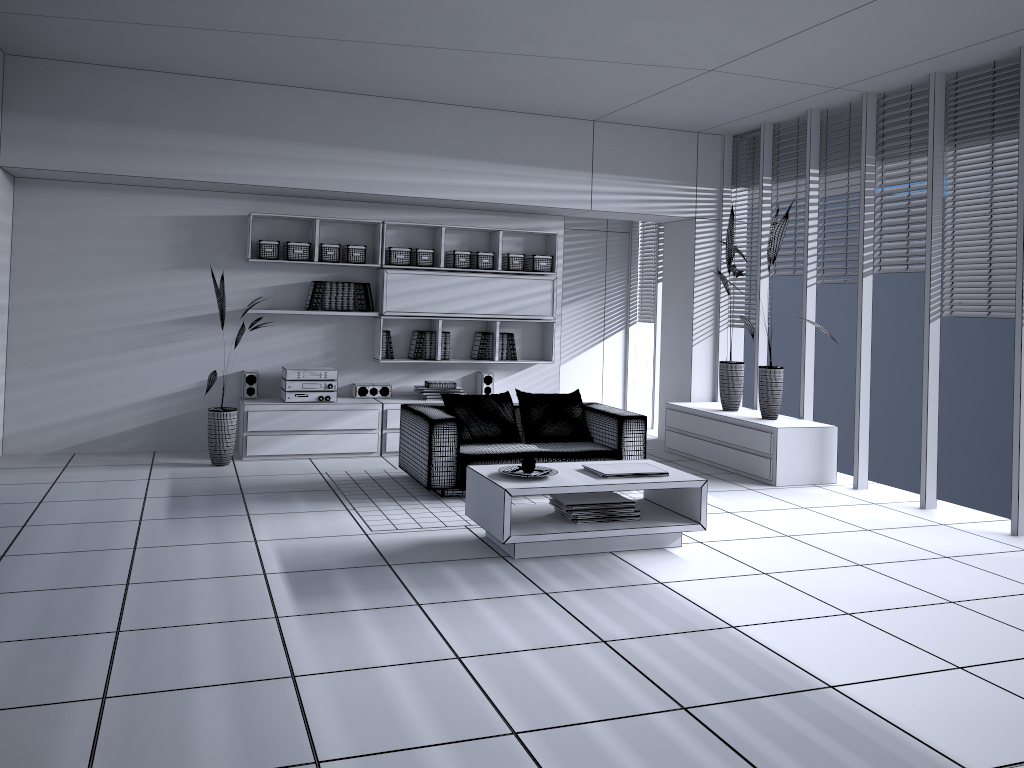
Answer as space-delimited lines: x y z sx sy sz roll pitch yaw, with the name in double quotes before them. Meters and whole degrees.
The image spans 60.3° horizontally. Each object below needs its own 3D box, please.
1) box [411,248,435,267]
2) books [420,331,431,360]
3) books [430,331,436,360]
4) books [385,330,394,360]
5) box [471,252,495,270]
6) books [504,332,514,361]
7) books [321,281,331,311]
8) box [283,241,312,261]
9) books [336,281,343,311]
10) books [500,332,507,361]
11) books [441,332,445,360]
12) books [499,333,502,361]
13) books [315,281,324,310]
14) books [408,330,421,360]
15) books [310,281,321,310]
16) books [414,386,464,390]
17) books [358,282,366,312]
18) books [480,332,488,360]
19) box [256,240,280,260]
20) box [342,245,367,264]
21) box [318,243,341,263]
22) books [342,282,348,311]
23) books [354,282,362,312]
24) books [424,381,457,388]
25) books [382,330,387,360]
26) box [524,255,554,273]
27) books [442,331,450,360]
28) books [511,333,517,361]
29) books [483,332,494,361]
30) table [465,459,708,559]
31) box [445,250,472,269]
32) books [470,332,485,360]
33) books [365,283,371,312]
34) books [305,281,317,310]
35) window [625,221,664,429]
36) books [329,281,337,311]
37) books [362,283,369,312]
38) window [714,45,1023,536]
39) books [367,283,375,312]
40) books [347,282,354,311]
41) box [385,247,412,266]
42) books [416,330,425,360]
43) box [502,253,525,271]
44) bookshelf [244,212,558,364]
"box" -0.827 -1.148 8.051 0.174 0.162 0.282 1 4 -20
"books" -0.796 -0.357 8.078 0.050 0.259 0.208 2 1 -20
"books" -0.748 -0.357 8.096 0.050 0.259 0.208 2 1 -20
"books" -1.117 -0.355 7.967 0.075 0.260 0.208 2 1 -20
"box" -0.290 -1.149 8.249 0.178 0.162 0.282 1 4 -20
"books" -0.042 -0.356 8.363 0.075 0.260 0.208 2 1 -20
"books" -1.644 -0.778 7.780 0.050 0.259 0.208 2 1 -20
"box" -1.871 -1.148 7.666 0.211 0.162 0.282 1 4 -20
"books" -1.545 -0.777 7.811 0.050 0.259 0.208 2 1 -20
"books" -0.103 -0.356 8.343 0.050 0.259 0.208 2 1 -20
"books" -0.669 -0.355 8.130 0.050 0.259 0.208 2 1 -20
"books" -0.149 -0.356 8.321 0.050 0.259 0.208 2 1 -20
"books" -1.706 -0.777 7.754 0.075 0.260 0.208 2 1 -21
"books" -0.888 -0.356 8.041 0.075 0.260 0.208 2 1 -21
"books" -1.735 -0.777 7.743 0.075 0.260 0.208 2 1 -21
"books" -0.670 0.032 8.013 0.415 0.008 0.286 0 5 -19
"books" -1.357 -0.778 7.882 0.075 0.260 0.208 2 1 -20
"books" -0.290 -0.357 8.261 0.075 0.260 0.208 2 1 -21
"box" -2.101 -1.147 7.582 0.174 0.162 0.282 1 4 -20
"box" -1.405 -1.148 7.838 0.178 0.162 0.282 1 4 -20
"box" -1.618 -1.148 7.760 0.174 0.162 0.282 1 4 -20
"books" -1.498 -0.778 7.835 0.050 0.259 0.208 2 1 -20
"books" -1.387 -0.778 7.871 0.075 0.260 0.208 2 1 -20
"books" -0.649 0.005 7.985 0.258 0.050 0.208 1 5 -15
"books" -1.178 -0.355 7.947 0.050 0.259 0.208 2 1 -20
"box" 0.246 -1.149 8.447 0.216 0.162 0.282 1 4 -20
"books" -0.623 -0.356 8.151 0.050 0.259 0.208 2 1 -20
"books" -0.012 -0.356 8.374 0.075 0.260 0.208 2 1 -20
"books" -0.229 -0.357 8.287 0.050 0.259 0.208 2 1 -20
"table" 0.406 0.697 4.990 1.199 0.388 0.653 0 4 -20
"box" -0.499 -1.149 8.172 0.178 0.162 0.282 1 4 -20
"books" -0.320 -0.357 8.250 0.075 0.260 0.208 2 1 -21
"books" -1.311 -0.779 7.912 0.072 0.258 0.208 2 1 -20
"books" -1.764 -0.775 7.727 0.072 0.258 0.208 2 1 -21
"window" 1.538 -1.058 10.112 0.100 3.129 0.688 2 -1 -20
"books" -1.595 -0.778 7.798 0.050 0.259 0.208 2 1 -20
"books" -1.326 -0.775 7.889 0.072 0.258 0.208 2 1 -20
"window" 3.004 -0.646 6.047 0.100 3.120 5.524 2 3 -20
"books" -1.280 -0.776 7.896 0.072 0.258 0.208 2 1 -21
"books" -1.448 -0.778 7.851 0.050 0.259 0.208 2 1 -20
"box" -1.040 -1.148 7.973 0.211 0.162 0.282 1 4 -20
"books" -0.858 -0.357 8.052 0.075 0.260 0.208 2 1 -21
"box" -0.007 -1.149 8.353 0.178 0.162 0.282 1 4 -20
"bookshelf" -0.948 -0.830 8.010 2.814 1.254 0.327 0 0 -20
